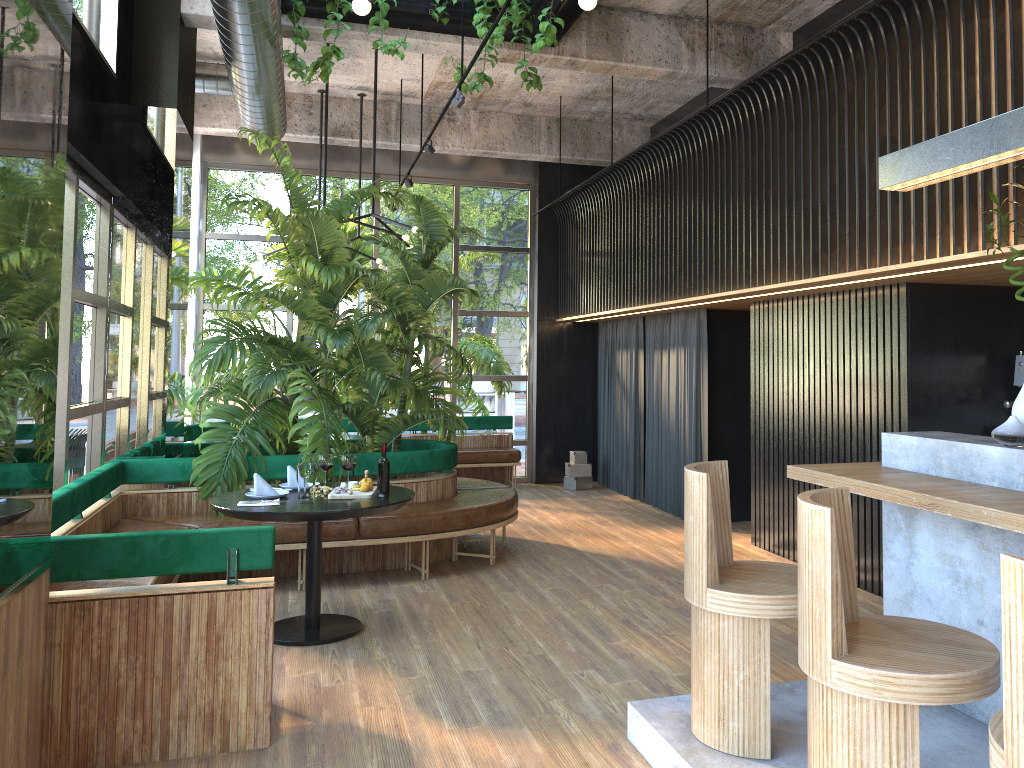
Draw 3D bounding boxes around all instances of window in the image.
[{"bbox_3d":[0.499,-1.767,1.177,4.253,6.506,19.796,1,1,-13],"label":"window"}]

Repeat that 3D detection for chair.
[{"bbox_3d":[1.287,0.839,1.838,0.541,0.972,0.552,0,-2,8],"label":"chair"},{"bbox_3d":[0.917,0.801,3.311,0.553,0.972,0.539,1,-2,-6],"label":"chair"},{"bbox_3d":[1.100,0.821,2.544,0.572,0.972,0.521,2,-3,-40],"label":"chair"}]

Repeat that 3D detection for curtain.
[{"bbox_3d":[1.435,0.246,9.684,0.125,2.063,3.183,1,0,-14],"label":"curtain"}]

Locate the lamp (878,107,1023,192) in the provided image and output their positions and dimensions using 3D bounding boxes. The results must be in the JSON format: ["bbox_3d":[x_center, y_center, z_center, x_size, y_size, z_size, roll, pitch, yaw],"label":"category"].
[{"bbox_3d":[3.727,-1.887,1.476,5.137,2.136,6.521,0,1,-21],"label":"lamp"}]

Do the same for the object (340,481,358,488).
[{"bbox_3d":[-0.910,0.589,5.177,0.196,0.038,0.062,1,0,17],"label":"object"}]

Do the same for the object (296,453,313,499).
[{"bbox_3d":[-1.151,0.509,4.932,0.096,0.245,0.088,2,-3,-33],"label":"object"}]

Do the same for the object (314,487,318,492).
[{"bbox_3d":[-1.147,0.614,5.172,0.024,0.025,0.046,0,0,4],"label":"object"}]

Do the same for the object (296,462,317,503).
[{"bbox_3d":[-1.105,0.531,4.774,0.102,0.210,0.108,0,-2,19],"label":"object"}]

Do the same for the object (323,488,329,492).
[{"bbox_3d":[-1.069,0.612,5.103,0.033,0.032,0.036,1,-1,-18],"label":"object"}]

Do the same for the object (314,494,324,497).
[{"bbox_3d":[-1.076,0.625,4.967,0.064,0.013,0.144,0,1,-20],"label":"object"}]

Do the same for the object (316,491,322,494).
[{"bbox_3d":[-1.103,0.619,5.063,0.033,0.019,0.037,0,0,-3],"label":"object"}]

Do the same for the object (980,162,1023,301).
[{"bbox_3d":[2.180,-0.388,3.441,0.652,1.553,0.602,-1,-3,23],"label":"object"}]

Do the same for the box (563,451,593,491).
[{"bbox_3d":[0.795,1.031,10.636,0.344,0.443,0.269,1,-2,-27],"label":"box"}]

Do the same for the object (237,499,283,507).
[{"bbox_3d":[-1.319,0.627,4.713,0.262,0.019,0.153,0,1,-16],"label":"object"}]

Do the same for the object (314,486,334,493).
[{"bbox_3d":[-1.089,0.612,5.162,0.099,0.028,0.126,0,1,0],"label":"object"}]

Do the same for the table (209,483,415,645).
[{"bbox_3d":[-1.111,1.006,4.983,1.047,0.752,1.151,0,0,43],"label":"table"}]

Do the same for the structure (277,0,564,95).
[{"bbox_3d":[-0.484,-2.734,6.280,2.131,1.520,1.436,0,-1,13],"label":"structure"}]

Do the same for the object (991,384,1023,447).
[{"bbox_3d":[2.008,0.039,3.383,0.306,0.398,0.329,0,-2,33],"label":"object"}]

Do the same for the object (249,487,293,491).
[{"bbox_3d":[-1.423,0.614,5.196,0.244,0.019,0.164,1,2,34],"label":"object"}]

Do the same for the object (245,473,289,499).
[{"bbox_3d":[-1.366,0.565,4.963,0.243,0.139,0.222,0,0,-32],"label":"object"}]

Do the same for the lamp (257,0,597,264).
[{"bbox_3d":[1.736,-2.054,1.838,5.225,1.826,18.379,0,1,-14],"label":"lamp"}]

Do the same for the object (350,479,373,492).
[{"bbox_3d":[-0.858,0.578,5.090,0.099,0.064,0.161,0,1,-45],"label":"object"}]

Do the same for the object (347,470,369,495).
[{"bbox_3d":[-0.865,0.550,4.997,0.145,0.124,0.096,1,-1,-35],"label":"object"}]

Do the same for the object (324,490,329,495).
[{"bbox_3d":[-1.049,0.614,5.017,0.033,0.031,0.039,0,0,10],"label":"object"}]

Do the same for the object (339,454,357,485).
[{"bbox_3d":[-0.977,0.523,5.294,0.106,0.201,0.098,2,-3,-27],"label":"object"}]

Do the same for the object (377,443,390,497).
[{"bbox_3d":[-0.723,0.483,5.003,0.068,0.300,0.068,1,-3,1],"label":"object"}]

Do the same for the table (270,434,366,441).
[{"bbox_3d":[-2.009,0.910,8.722,1.149,0.752,1.049,0,0,-36],"label":"table"}]

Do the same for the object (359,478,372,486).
[{"bbox_3d":[-0.875,0.589,5.287,0.060,0.072,0.204,1,1,-24],"label":"object"}]

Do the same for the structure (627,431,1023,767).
[{"bbox_3d":[4.108,0.635,1.315,6.004,1.733,6.928,0,1,-15],"label":"structure"}]

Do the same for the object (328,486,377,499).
[{"bbox_3d":[-0.906,0.620,5.077,0.242,0.019,0.349,0,1,-5],"label":"object"}]

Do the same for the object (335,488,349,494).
[{"bbox_3d":[-0.961,0.604,5.057,0.104,0.013,0.216,0,1,-10],"label":"object"}]

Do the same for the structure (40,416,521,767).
[{"bbox_3d":[1.560,0.711,1.398,6.195,1.551,19.556,0,1,-14],"label":"structure"}]

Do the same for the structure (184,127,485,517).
[{"bbox_3d":[-1.470,-0.338,7.323,2.530,3.445,2.556,1,-2,-31],"label":"structure"}]

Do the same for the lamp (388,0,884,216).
[{"bbox_3d":[-0.221,-2.316,5.600,3.897,1.534,9.741,0,1,-17],"label":"lamp"}]

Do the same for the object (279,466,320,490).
[{"bbox_3d":[-1.271,0.557,5.324,0.243,0.139,0.222,0,0,-32],"label":"object"}]

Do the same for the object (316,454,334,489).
[{"bbox_3d":[-1.114,0.523,5.293,0.106,0.201,0.098,2,-3,-27],"label":"object"}]

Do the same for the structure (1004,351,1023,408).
[{"bbox_3d":[3.391,0.597,5.268,0.564,1.598,0.815,1,-2,-15],"label":"structure"}]
